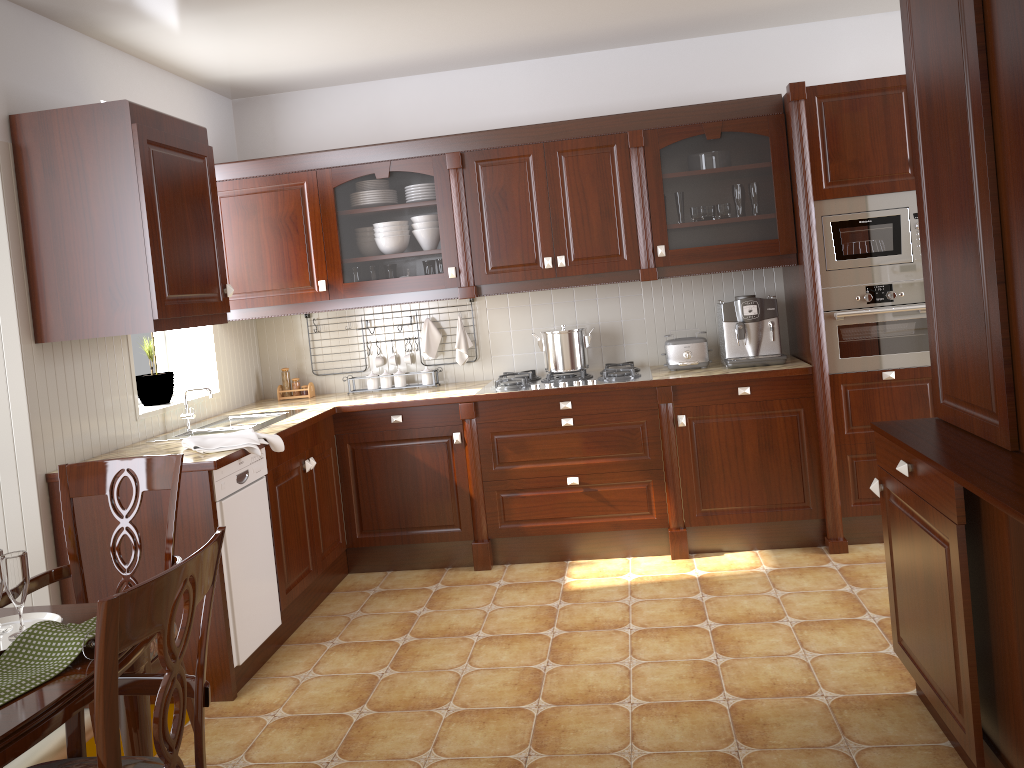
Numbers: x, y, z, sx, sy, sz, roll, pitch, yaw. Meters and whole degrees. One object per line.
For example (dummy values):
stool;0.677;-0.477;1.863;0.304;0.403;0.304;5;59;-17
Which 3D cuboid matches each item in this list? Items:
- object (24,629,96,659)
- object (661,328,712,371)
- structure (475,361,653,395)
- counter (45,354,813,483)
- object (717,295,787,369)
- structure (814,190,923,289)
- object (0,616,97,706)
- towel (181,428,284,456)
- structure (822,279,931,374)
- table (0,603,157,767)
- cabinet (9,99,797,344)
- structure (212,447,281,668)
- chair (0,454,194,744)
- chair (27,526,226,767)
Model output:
object;-0.745;0.426;1.460;0.146;0.046;0.047;-3;5;21
object;0.835;-0.165;4.232;0.243;0.188;0.141;-5;3;8
structure;0.264;-0.039;4.288;0.815;0.046;0.594;-5;6;8
counter;-0.097;0.094;3.725;2.780;0.032;1.836;-5;6;8
object;1.126;-0.255;4.181;0.274;0.321;0.325;-5;4;8
structure;1.592;-0.647;3.986;0.494;0.385;0.318;-5;4;8
object;-0.774;0.430;1.424;0.166;0.056;0.532;-3;7;21
towel;-1.018;0.229;3.257;0.345;0.097;0.330;-9;7;-29
structure;1.611;-0.250;3.841;0.494;0.374;0.041;-5;2;8
table;-1.458;0.801;1.451;1.676;0.556;0.739;-5;5;8
cabinet;-0.207;-0.724;3.500;2.777;0.776;1.376;-5;5;8
structure;-1.118;0.648;3.205;0.379;0.744;0.426;-5;3;8
chair;-1.004;0.590;2.136;0.404;0.743;0.461;-5;3;5
chair;-0.659;0.644;1.341;0.459;0.743;0.406;-5;3;8
